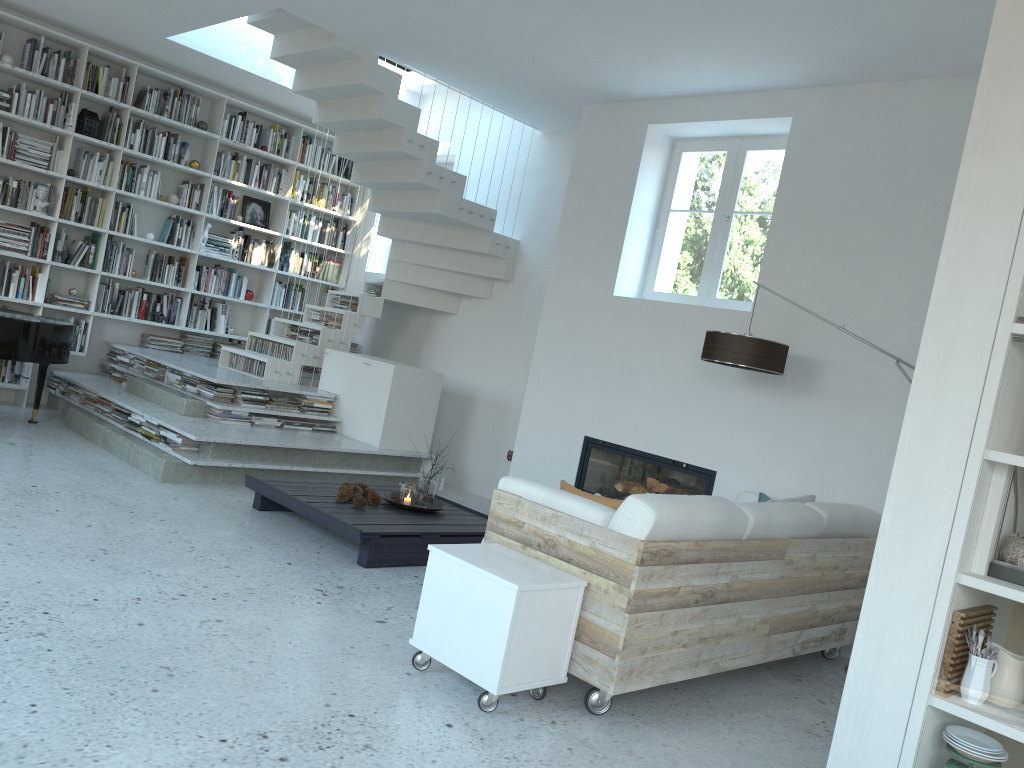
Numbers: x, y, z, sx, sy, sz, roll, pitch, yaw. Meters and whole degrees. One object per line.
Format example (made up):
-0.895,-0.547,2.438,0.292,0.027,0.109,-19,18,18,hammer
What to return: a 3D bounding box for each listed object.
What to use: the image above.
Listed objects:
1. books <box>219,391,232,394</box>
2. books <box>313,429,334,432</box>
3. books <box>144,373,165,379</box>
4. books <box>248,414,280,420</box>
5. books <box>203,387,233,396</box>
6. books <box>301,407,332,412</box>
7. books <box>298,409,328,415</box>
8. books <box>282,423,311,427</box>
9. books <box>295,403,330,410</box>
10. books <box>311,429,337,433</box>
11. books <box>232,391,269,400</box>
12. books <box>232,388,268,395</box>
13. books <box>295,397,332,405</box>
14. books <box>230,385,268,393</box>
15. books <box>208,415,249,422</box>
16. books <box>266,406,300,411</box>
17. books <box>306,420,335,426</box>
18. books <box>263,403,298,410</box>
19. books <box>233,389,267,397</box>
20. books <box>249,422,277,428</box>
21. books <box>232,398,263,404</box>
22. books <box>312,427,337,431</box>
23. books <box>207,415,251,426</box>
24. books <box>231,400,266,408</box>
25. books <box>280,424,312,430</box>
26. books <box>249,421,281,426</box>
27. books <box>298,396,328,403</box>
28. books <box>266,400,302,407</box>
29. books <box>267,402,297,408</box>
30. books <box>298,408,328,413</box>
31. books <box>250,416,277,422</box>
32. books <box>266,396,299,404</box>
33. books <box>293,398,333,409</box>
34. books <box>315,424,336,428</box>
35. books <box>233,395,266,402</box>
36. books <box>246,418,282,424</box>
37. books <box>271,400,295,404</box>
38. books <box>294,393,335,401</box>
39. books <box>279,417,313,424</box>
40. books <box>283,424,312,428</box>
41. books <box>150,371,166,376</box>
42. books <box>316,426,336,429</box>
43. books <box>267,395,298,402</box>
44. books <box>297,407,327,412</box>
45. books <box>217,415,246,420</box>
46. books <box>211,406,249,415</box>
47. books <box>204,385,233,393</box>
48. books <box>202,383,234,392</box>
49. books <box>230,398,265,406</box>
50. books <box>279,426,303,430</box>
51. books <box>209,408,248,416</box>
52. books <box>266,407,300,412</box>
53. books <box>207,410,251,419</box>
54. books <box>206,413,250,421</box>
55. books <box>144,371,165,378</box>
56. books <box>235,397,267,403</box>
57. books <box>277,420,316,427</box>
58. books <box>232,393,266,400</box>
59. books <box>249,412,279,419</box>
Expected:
-2.269,0.049,6.922,0.189,0.011,0.091,13,3,43,books
-1.593,0.374,7.361,0.179,0.010,0.160,10,3,-45,books
-3.023,-0.064,7.602,0.182,0.011,0.253,10,2,-41,books
-1.966,0.254,6.968,0.242,0.005,0.152,10,3,-44,books
-2.287,0.058,6.907,0.137,0.012,0.242,10,3,-44,books
-1.664,0.195,7.385,0.281,0.008,0.181,10,2,-40,books
-1.677,0.226,7.394,0.177,0.011,0.220,13,3,43,books
-1.779,0.316,7.177,0.273,0.009,0.129,10,3,-42,books
-1.676,0.181,7.399,0.159,0.014,0.268,13,3,44,books
-1.592,0.383,7.358,0.151,0.006,0.262,13,2,41,books
-2.057,0.088,6.971,0.230,0.015,0.189,10,2,-40,books
-2.063,0.056,6.981,0.159,0.009,0.228,13,2,41,books
-1.656,0.141,7.385,0.262,0.012,0.179,10,2,-41,books
-2.075,0.040,6.995,0.128,0.016,0.261,13,3,44,books
-2.167,0.261,6.764,0.264,0.006,0.164,10,3,-44,books
-1.883,0.188,7.180,0.287,0.005,0.165,10,2,-40,books
-1.592,0.327,7.367,0.215,0.007,0.130,10,3,-43,books
-1.895,0.176,7.193,0.133,0.014,0.294,13,2,42,books
-2.071,0.067,6.988,0.221,0.018,0.154,10,3,-44,books
-1.977,0.313,6.970,0.152,0.015,0.208,13,3,43,books
-2.088,0.129,6.995,0.131,0.012,0.208,13,2,41,books
-1.592,0.361,7.362,0.234,0.017,0.151,10,3,-44,books
-2.156,0.279,6.751,0.200,0.023,0.262,13,3,43,books
-2.080,0.157,6.982,0.177,0.015,0.216,13,3,43,books
-1.766,0.338,7.161,0.250,0.018,0.177,10,3,-42,books
-1.963,0.298,6.959,0.169,0.019,0.232,13,2,40,books
-1.657,0.122,7.389,0.192,0.024,0.167,10,2,-40,books
-1.868,0.152,7.170,0.187,0.014,0.273,13,2,40,books
-1.881,0.164,7.182,0.215,0.015,0.176,10,3,-44,books
-1.682,0.215,7.400,0.152,0.009,0.259,13,2,42,books
-1.972,0.265,6.973,0.211,0.018,0.134,10,3,-42,books
-1.875,0.126,7.181,0.172,0.013,0.246,13,3,44,books
-1.665,0.160,7.392,0.284,0.030,0.176,10,3,-44,books
-1.594,0.337,7.367,0.133,0.014,0.229,13,3,44,books
-2.074,0.107,6.985,0.210,0.012,0.168,10,3,-44,books
-1.967,0.281,6.966,0.158,0.012,0.273,13,3,43,books
-1.881,0.136,7.186,0.179,0.010,0.160,10,3,-43,books
-1.646,0.106,7.381,0.180,0.013,0.286,13,2,40,books
-1.767,0.292,7.158,0.275,0.009,0.176,10,3,-45,books
-1.768,0.326,7.165,0.160,0.005,0.254,13,2,41,books
-2.998,-0.088,7.621,0.237,0.017,0.138,13,3,44,books
-1.592,0.348,7.364,0.225,0.007,0.133,10,2,-41,books
-1.868,0.115,7.176,0.173,0.011,0.203,13,2,40,books
-1.684,0.202,7.403,0.131,0.016,0.262,13,2,40,books
-2.158,0.241,6.758,0.210,0.012,0.168,10,2,-41,books
-2.152,0.201,6.758,0.157,0.025,0.234,13,2,40,books
-2.286,0.037,6.903,0.132,0.009,0.269,10,2,-41,books
-2.286,0.025,6.900,0.228,0.014,0.149,13,3,43,books
-2.087,0.142,6.992,0.148,0.013,0.227,13,3,43,books
-1.783,0.348,7.176,0.144,0.009,0.250,13,3,44,books
-2.165,0.216,6.769,0.257,0.010,0.132,10,2,-41,books
-1.884,0.194,7.180,0.291,0.007,0.174,10,3,-42,books
-2.158,0.229,6.761,0.292,0.012,0.159,10,3,-42,books
-2.165,0.254,6.764,0.159,0.008,0.285,13,3,43,books
-3.016,-0.075,7.606,0.247,0.014,0.178,13,3,43,books
-2.069,0.121,6.978,0.189,0.013,0.215,13,3,44,books
-1.758,0.308,7.158,0.190,0.018,0.288,13,3,44,books
-2.074,0.096,6.986,0.261,0.009,0.152,10,3,-42,books
-1.965,0.245,6.969,0.148,0.013,0.220,13,3,44,books
